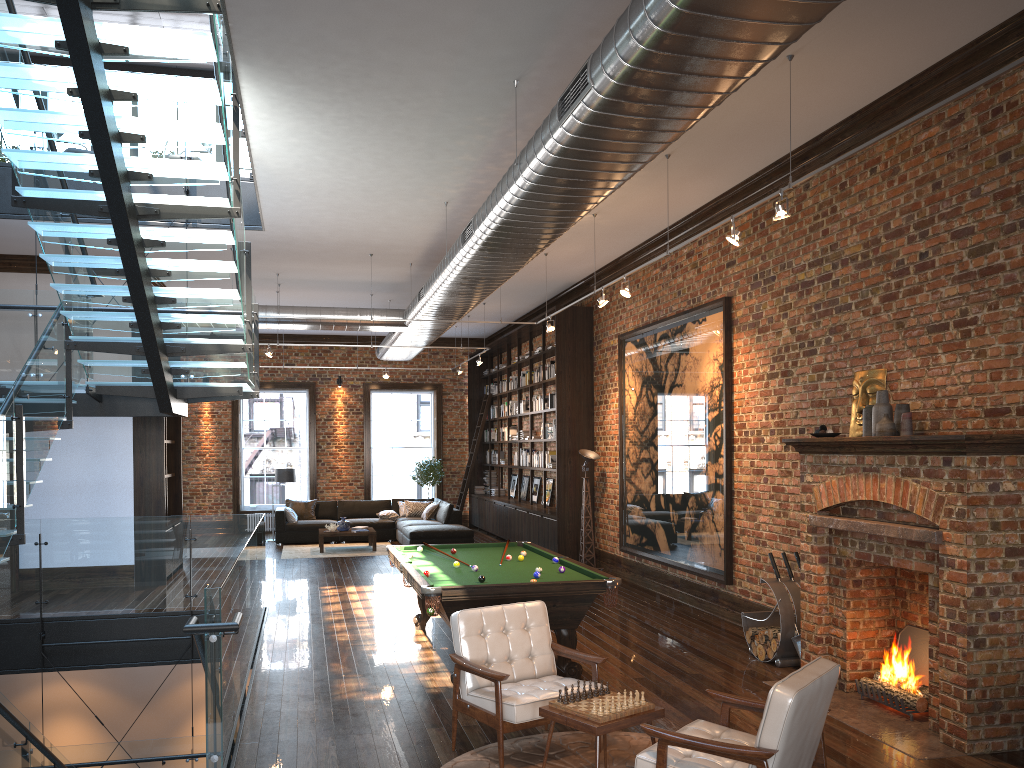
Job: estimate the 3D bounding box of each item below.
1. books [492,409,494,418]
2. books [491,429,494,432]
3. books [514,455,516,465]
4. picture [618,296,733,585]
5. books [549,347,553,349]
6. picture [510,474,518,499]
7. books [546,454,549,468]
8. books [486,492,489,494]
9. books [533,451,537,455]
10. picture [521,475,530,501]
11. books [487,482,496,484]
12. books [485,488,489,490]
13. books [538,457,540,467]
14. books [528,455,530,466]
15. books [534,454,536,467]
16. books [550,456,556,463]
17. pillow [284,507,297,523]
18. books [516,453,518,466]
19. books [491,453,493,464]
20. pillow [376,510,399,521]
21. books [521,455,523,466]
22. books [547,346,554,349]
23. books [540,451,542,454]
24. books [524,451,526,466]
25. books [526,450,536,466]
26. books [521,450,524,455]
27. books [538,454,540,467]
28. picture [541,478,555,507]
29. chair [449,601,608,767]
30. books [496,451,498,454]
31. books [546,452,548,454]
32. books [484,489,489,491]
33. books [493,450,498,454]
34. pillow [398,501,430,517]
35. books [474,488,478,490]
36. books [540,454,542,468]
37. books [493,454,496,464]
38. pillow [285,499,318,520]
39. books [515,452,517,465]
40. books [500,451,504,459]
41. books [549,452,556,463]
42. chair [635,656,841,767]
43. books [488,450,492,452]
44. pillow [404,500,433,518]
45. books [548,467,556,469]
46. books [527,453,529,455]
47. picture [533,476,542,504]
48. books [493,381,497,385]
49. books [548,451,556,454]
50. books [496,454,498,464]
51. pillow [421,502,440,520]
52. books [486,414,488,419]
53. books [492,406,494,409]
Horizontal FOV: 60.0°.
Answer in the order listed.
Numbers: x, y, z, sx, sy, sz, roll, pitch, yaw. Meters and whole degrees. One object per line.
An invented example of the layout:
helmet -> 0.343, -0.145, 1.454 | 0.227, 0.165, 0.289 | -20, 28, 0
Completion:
books -> -0.360, 0.675, 19.938 | 0.191, 0.229, 0.034 | 0, 1, -13
books -> -0.421, 1.169, 20.284 | 0.179, 0.299, 0.015 | 0, 1, -13
books -> 0.132, 1.550, 17.998 | 0.178, 0.205, 0.068 | 0, 0, -13
picture -> 1.887, 0.709, 10.776 | 0.080, 3.000, 3.206 | -1, -2, -13
books -> 0.746, -0.607, 15.148 | 0.214, 0.012, 0.252 | 0, -4, -9
picture -> 0.030, 2.144, 18.633 | 0.112, 0.498, 0.508 | -1, -2, -13
books -> 0.690, 1.349, 15.561 | 0.176, 0.246, 0.039 | 0, 1, -13
books -> -0.482, 2.518, 20.550 | 0.198, 0.035, 0.218 | 0, -4, -10
books -> 0.461, 1.406, 16.631 | 0.131, 0.291, 0.016 | 0, 1, -13
picture -> 0.255, 2.073, 17.678 | 0.112, 0.498, 0.508 | -1, -2, -13
books -> -0.482, 2.293, 20.547 | 0.183, 0.034, 0.271 | 0, -4, -8
books -> -0.496, 2.429, 20.545 | 0.207, 0.014, 0.347 | 0, -4, -8
books -> 0.562, 1.416, 16.126 | 0.165, 0.196, 0.027 | 0, 1, -13
books -> 0.404, 1.452, 16.809 | 0.191, 0.218, 0.033 | 0, 1, -13
books -> 0.495, 1.419, 16.417 | 0.167, 0.234, 0.032 | 0, 1, -13
books -> 0.740, 1.361, 15.476 | 0.136, 0.210, 0.036 | 0, 1, -13
pillow -> -4.369, 2.590, 17.541 | 0.244, 0.305, 0.574 | 0, -3, -13
books -> 0.185, 1.498, 17.714 | 0.189, 0.260, 0.027 | 0, 1, -13
books -> -0.384, 1.690, 20.138 | 0.188, 0.244, 0.026 | 0, 1, -13
pillow -> -2.544, 2.685, 18.116 | 0.409, 0.204, 0.612 | 0, -4, -15
books -> 0.267, 1.501, 17.391 | 0.174, 0.206, 0.031 | 0, 1, -13
books -> 0.745, -0.622, 15.147 | 0.219, 0.019, 0.329 | 0, -4, -10
books -> 0.582, 1.366, 16.100 | 0.152, 0.292, 0.031 | 0, 1, -13
books -> 0.323, 1.443, 17.161 | 0.184, 0.288, 0.016 | 0, 1, -13
books -> 0.360, 1.414, 16.969 | 0.186, 0.317, 0.015 | 0, 1, -13
books -> 0.255, 1.456, 17.492 | 0.170, 0.311, 0.038 | 0, 1, -13
books -> 0.554, 1.399, 16.171 | 0.165, 0.238, 0.034 | 0, 1, -13
picture -> 0.648, 1.949, 16.008 | 0.112, 0.498, 0.508 | -1, -2, -13
chair -> 0.096, 1.797, 5.327 | 0.768, 0.866, 0.742 | 0, -2, -33
books -> -0.281, 1.645, 19.819 | 0.159, 0.285, 0.014 | 0, 1, -13
books -> 0.680, 1.344, 15.671 | 0.175, 0.272, 0.031 | 0, 1, -13
books -> -0.506, 2.455, 20.543 | 0.241, 0.023, 0.262 | 0, -4, -9
books -> -0.336, 1.646, 19.957 | 0.165, 0.304, 0.013 | 0, 1, -13
pillow -> -2.031, 2.609, 18.450 | 0.703, 0.338, 0.270 | 0, -1, -13
books -> -0.751, 2.429, 20.542 | 0.205, 0.015, 0.265 | 1, -4, -15
books -> 0.600, 1.381, 15.977 | 0.191, 0.245, 0.031 | 0, 1, -13
books -> -0.325, 1.673, 19.835 | 0.212, 0.233, 0.019 | 0, 1, -13
pillow -> -4.290, 2.545, 17.957 | 0.700, 0.440, 0.305 | 0, -1, -13
books -> 0.159, 1.500, 17.844 | 0.180, 0.275, 0.013 | 0, 1, -13
books -> -0.242, 1.634, 19.643 | 0.129, 0.282, 0.030 | 0, 1, -13
books -> 0.724, 1.327, 15.531 | 0.159, 0.285, 0.014 | 0, 1, -13
chair -> 1.046, 1.700, 4.085 | 0.742, 0.865, 0.768 | -1, -2, 37
books -> -0.474, 1.687, 20.605 | 0.157, 0.319, 0.013 | 0, 1, -13
pillow -> -1.919, 2.571, 18.292 | 0.611, 0.361, 0.288 | 0, -1, -9
books -> 0.728, 1.443, 15.241 | 0.159, 0.012, 0.338 | 0, -4, -11
books -> 0.380, 1.441, 16.927 | 0.171, 0.258, 0.013 | 0, 1, -13
picture -> 0.448, 2.012, 16.857 | 0.112, 0.498, 0.508 | -1, -2, -13
books -> -0.341, 0.109, 19.864 | 0.167, 0.338, 0.016 | 0, 1, -13
books -> 0.709, 1.324, 15.591 | 0.149, 0.301, 0.013 | 0, 1, -13
books -> -0.264, 1.663, 19.699 | 0.164, 0.232, 0.026 | 0, 1, -13
pillow -> -1.646, 2.573, 17.877 | 0.314, 0.355, 0.630 | 0, -3, -14
books -> -0.509, 0.691, 20.605 | 0.176, 0.296, 0.041 | 0, 1, -13
books -> -0.368, 0.642, 19.997 | 0.189, 0.303, 0.014 | 0, 1, -13
